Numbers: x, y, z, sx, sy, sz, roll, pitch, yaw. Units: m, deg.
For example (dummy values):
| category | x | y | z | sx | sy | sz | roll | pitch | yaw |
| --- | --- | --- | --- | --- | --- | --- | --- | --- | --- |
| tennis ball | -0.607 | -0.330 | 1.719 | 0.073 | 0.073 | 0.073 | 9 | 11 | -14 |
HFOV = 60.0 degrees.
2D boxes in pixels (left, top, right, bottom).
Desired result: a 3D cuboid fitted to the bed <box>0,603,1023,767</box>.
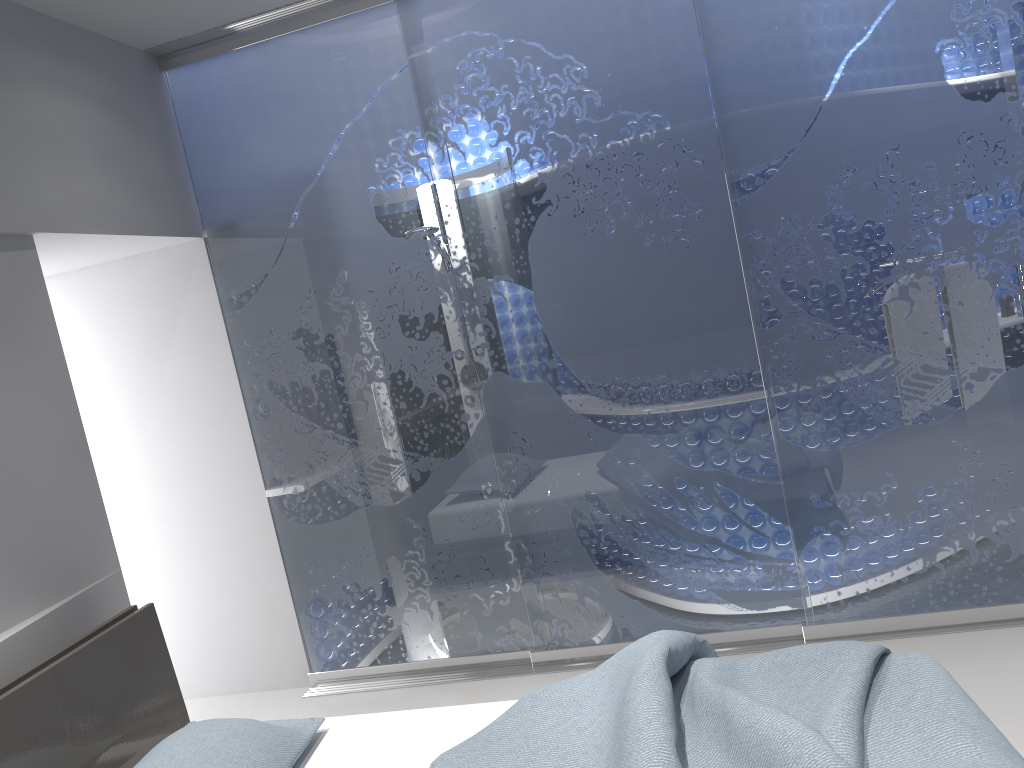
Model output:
| category | x | y | z | sx | sy | sz | roll | pitch | yaw |
| --- | --- | --- | --- | --- | --- | --- | --- | --- | --- |
| bed | -0.104 | 0.919 | 1.938 | 2.319 | 0.752 | 1.411 | -10 | 6 | 14 |

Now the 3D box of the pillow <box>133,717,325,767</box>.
| category | x | y | z | sx | sy | sz | roll | pitch | yaw |
| --- | --- | --- | --- | --- | --- | --- | --- | --- | --- |
| pillow | -0.784 | 0.982 | 2.171 | 0.417 | 0.173 | 0.746 | -11 | 6 | 9 |
